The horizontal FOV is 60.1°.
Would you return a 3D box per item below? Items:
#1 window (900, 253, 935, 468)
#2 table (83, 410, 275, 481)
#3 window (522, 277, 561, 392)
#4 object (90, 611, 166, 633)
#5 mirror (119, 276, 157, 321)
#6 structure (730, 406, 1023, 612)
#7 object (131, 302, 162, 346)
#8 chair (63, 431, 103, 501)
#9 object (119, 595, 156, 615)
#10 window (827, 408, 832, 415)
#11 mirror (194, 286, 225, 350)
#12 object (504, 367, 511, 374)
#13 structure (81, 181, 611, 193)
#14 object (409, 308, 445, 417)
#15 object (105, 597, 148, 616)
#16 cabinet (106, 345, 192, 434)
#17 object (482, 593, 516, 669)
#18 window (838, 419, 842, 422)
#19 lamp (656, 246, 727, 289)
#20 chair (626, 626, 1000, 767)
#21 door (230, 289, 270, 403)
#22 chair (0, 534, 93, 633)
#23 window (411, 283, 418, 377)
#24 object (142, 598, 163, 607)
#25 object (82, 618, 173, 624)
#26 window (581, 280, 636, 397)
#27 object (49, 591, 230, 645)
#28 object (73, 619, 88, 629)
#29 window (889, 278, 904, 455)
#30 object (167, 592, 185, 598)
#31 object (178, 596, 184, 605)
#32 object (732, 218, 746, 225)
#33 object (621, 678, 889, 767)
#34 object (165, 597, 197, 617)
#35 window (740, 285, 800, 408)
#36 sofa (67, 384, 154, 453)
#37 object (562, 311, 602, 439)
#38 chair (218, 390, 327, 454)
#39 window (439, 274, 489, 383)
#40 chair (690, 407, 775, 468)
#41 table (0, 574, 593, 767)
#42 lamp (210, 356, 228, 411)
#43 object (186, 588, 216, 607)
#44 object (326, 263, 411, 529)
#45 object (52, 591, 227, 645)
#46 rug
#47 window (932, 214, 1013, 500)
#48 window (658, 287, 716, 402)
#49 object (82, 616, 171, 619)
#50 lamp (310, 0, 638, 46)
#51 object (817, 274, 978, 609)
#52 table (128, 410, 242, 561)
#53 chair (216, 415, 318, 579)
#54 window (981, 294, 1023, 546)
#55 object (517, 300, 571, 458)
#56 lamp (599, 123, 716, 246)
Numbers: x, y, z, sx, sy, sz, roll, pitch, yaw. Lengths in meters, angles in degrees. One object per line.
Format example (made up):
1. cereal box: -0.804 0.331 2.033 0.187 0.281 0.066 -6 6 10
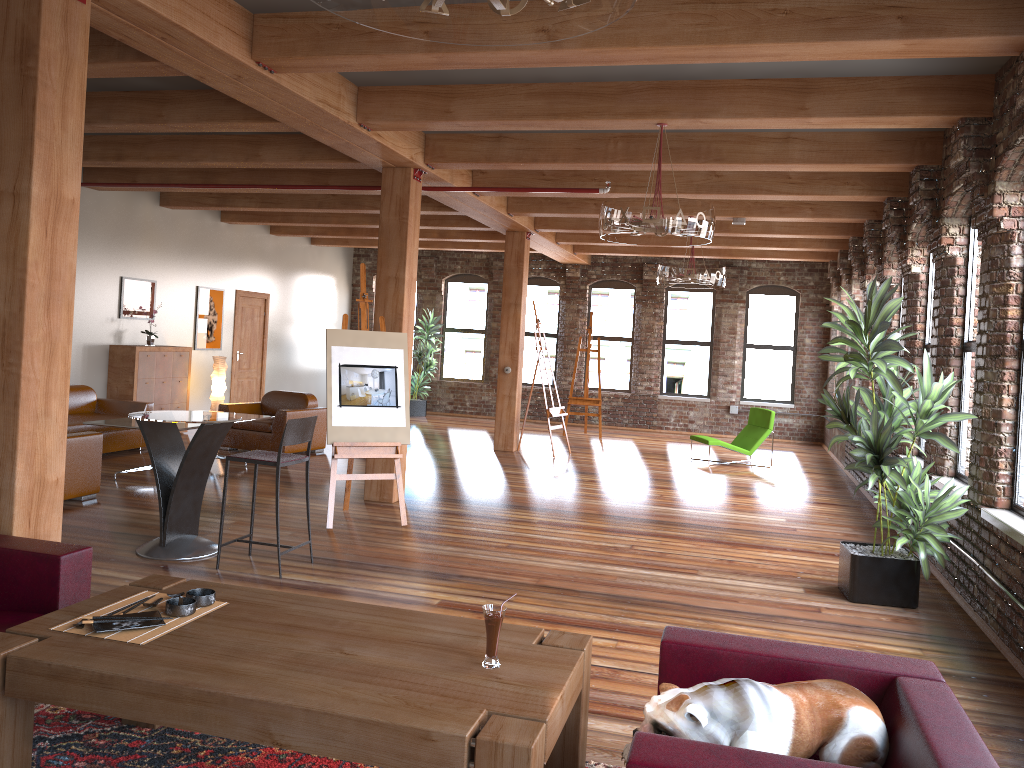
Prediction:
1. window: 3.676 -0.360 7.794 0.232 2.215 0.968 3 1 14
2. table: -3.351 0.637 9.093 0.940 0.560 1.871 4 3 14
3. window: 0.465 -0.997 17.383 0.969 2.227 0.221 3 0 15
4. object: -1.245 0.775 2.869 0.212 0.018 0.154 2 3 -30
5. mirror: -4.990 -1.134 11.835 0.025 0.548 0.694 3 2 14
6. structure: 3.885 0.876 9.443 1.634 0.313 13.715 4 3 8
7. object: -4.824 -0.801 11.767 0.370 0.589 0.298 3 1 9
8. chair: -4.131 0.592 7.343 1.064 0.735 0.830 4 2 15
9. object: -1.301 0.768 3.072 0.007 0.008 0.270 3 3 4
10. window: 5.531 -0.598 14.916 0.232 2.215 0.968 3 1 14
11. mirror: -4.584 -0.986 13.439 0.025 0.952 0.694 3 1 14
12. object: -0.065 -0.194 12.367 0.095 0.095 0.061 4 1 15
13. structure: -2.344 -2.108 9.339 6.812 0.112 0.051 4 1 15
14. object: -1.895 -0.442 17.242 1.080 2.103 0.967 3 1 -7
15. object: -1.328 0.767 3.041 0.007 0.008 0.270 3 3 10
16. cabinet: -4.842 0.095 11.873 0.419 1.209 1.186 3 1 14
17. object: -0.051 0.746 2.696 0.075 0.232 0.095 3 1 -42
18. window: 5.154 -0.550 13.471 0.232 2.215 0.968 3 1 14
19. lamp: 2.126 -1.560 10.423 0.808 0.815 0.811 2 2 -39
20. chair: 0.793 1.173 2.444 0.866 0.592 1.071 4 2 15
21. door: -4.392 -0.469 14.624 0.226 2.120 1.030 3 1 14
22. chair: -2.307 0.958 3.278 0.866 0.592 1.071 4 2 15
23. window: -2.378 -1.226 18.195 0.969 2.169 0.086 3 0 15
24. object: -1.247 0.758 3.092 0.045 0.030 0.153 3 3 -1
25. object: -1.240 0.763 2.864 0.270 0.008 0.007 2 2 -19
26. window: 1.881 -0.899 17.013 0.969 2.227 0.221 3 0 15
27. object: -1.238 0.780 2.987 0.352 0.001 0.469 4 3 14
28. object: -1.376 0.768 2.825 0.018 0.021 0.059 3 2 1
29. window: 4.048 -0.407 9.213 0.236 2.215 0.968 3 1 14
30. object: -1.206 0.761 3.175 0.059 0.021 0.018 2 2 -33
31. object: -1.116 0.737 2.990 0.045 0.080 0.137 3 2 -20
32. object: 2.649 -1.905 10.330 0.145 0.072 0.147 4 2 15
33. object: 0.701 0.987 2.536 0.754 0.297 0.365 3 2 -14
34. object: -1.128 0.762 3.018 0.098 0.043 0.099 1 3 -38
35. window: 4.740 -0.707 16.268 0.969 2.218 0.218 3 0 15
36. sofa: -5.053 0.428 9.643 0.952 0.735 2.413 4 3 14
37. object: 1.288 -0.183 15.159 0.662 2.140 0.685 3 0 10
38. chair: -3.004 0.472 11.139 1.065 0.735 0.830 4 2 25
39. window: -0.936 -1.126 17.819 0.969 2.169 0.086 3 0 15
40. chair: 3.086 0.722 12.471 0.955 0.796 0.681 3 1 -10
41. table: -0.695 1.095 2.837 1.751 0.550 0.900 4 2 15
42. lamp: -4.204 0.142 12.708 0.270 1.114 0.261 3 0 -31
43. object: -1.101 0.758 3.133 0.099 0.043 0.099 5 3 40
44. object: -1.217 0.051 7.368 0.701 2.140 0.686 3 0 -25
45. object: -1.239 0.780 2.987 0.332 0.003 0.471 4 3 14
46. rug: -0.757 1.364 2.842 2.464 0.009 1.344 4 3 15
47. window: 3.308 -0.312 6.373 0.235 2.215 0.968 3 1 14
48. window: 3.304 -0.806 16.643 0.969 2.218 0.218 3 0 15
49. object: -1.256 0.761 2.888 0.270 0.008 0.007 3 1 -11
50. lamp: -0.085 -1.275 1.932 0.809 0.815 0.810 2 2 -35
51. object: 2.505 0.357 5.821 0.967 2.103 1.079 4 1 28
52. table: -2.232 0.675 6.001 0.722 0.924 0.721 4 1 39
53. chair: -1.571 0.690 5.737 0.467 0.981 0.430 3 1 15
54. window: 2.938 -0.264 4.953 0.235 2.215 0.968 3 1 14
55. object: 0.454 -0.098 12.428 0.685 2.140 0.661 3 0 25
56. lamp: 1.030 -1.419 6.215 0.808 0.815 0.811 2 2 -33
